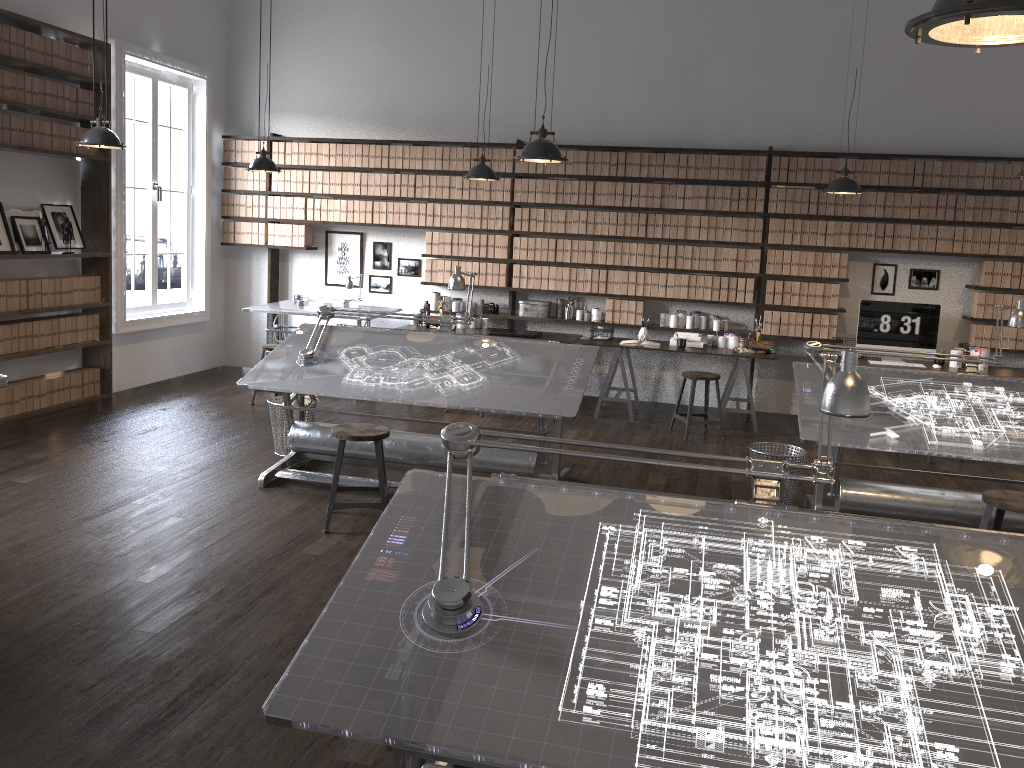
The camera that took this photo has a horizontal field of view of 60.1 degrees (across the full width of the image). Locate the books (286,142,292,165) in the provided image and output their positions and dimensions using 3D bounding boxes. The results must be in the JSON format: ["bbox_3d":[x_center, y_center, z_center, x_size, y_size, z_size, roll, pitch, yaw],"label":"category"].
[{"bbox_3d":[-2.237,-2.342,9.036,0.067,0.224,0.175,5,8,13],"label":"books"}]

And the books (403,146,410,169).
[{"bbox_3d":[-1.016,-2.232,8.754,0.067,0.224,0.175,5,8,13],"label":"books"}]

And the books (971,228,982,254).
[{"bbox_3d":[3.996,-1.238,7.662,0.067,0.224,0.175,5,8,13],"label":"books"}]

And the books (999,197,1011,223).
[{"bbox_3d":[4.196,-1.486,7.584,0.067,0.224,0.175,5,8,13],"label":"books"}]

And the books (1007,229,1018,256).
[{"bbox_3d":[4.263,-1.214,7.598,0.067,0.224,0.175,5,8,13],"label":"books"}]

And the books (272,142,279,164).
[{"bbox_3d":[-2.382,-2.356,9.069,0.067,0.224,0.175,5,8,13],"label":"books"}]

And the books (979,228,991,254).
[{"bbox_3d":[4.063,-1.232,7.645,0.067,0.224,0.175,5,8,13],"label":"books"}]

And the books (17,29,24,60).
[{"bbox_3d":[-3.729,-2.521,6.595,0.175,0.224,0.067,5,7,13],"label":"books"}]

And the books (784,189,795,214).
[{"bbox_3d":[2.495,-1.639,7.971,0.067,0.224,0.175,5,8,13],"label":"books"}]

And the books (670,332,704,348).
[{"bbox_3d":[1.581,-0.410,7.996,0.295,0.146,0.388,5,10,13],"label":"books"}]

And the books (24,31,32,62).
[{"bbox_3d":[-3.712,-2.532,6.665,0.175,0.224,0.067,5,7,13],"label":"books"}]

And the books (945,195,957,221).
[{"bbox_3d":[3.786,-1.522,7.675,0.067,0.224,0.175,5,8,13],"label":"books"}]

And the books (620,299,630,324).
[{"bbox_3d":[1.076,-0.690,8.422,0.067,0.224,0.175,5,8,13],"label":"books"}]

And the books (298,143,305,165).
[{"bbox_3d":[-2.099,-2.330,9.003,0.067,0.224,0.175,5,8,13],"label":"books"}]

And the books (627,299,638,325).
[{"bbox_3d":[1.144,-0.683,8.402,0.067,0.224,0.175,5,8,13],"label":"books"}]

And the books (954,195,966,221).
[{"bbox_3d":[3.860,-1.517,7.664,0.067,0.224,0.175,5,8,13],"label":"books"}]

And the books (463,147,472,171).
[{"bbox_3d":[-0.412,-2.176,8.609,0.067,0.224,0.175,5,8,13],"label":"books"}]

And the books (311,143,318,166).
[{"bbox_3d":[-1.966,-2.317,8.967,0.067,0.224,0.175,5,8,13],"label":"books"}]

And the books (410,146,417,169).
[{"bbox_3d":[-0.947,-2.226,8.738,0.067,0.224,0.175,5,8,13],"label":"books"}]

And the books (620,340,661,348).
[{"bbox_3d":[1.151,-0.363,7.919,0.355,0.029,0.258,5,10,13],"label":"books"}]

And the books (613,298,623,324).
[{"bbox_3d":[1.007,-0.696,8.438,0.067,0.224,0.175,5,8,13],"label":"books"}]

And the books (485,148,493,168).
[{"bbox_3d":[-0.207,-2.159,8.567,0.067,0.224,0.175,5,8,13],"label":"books"}]

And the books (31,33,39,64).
[{"bbox_3d":[-3.699,-2.544,6.735,0.174,0.224,0.067,5,7,13],"label":"books"}]

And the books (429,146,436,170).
[{"bbox_3d":[-0.756,-2.208,8.692,0.067,0.224,0.175,5,8,13],"label":"books"}]

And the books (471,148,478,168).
[{"bbox_3d":[-0.342,-2.170,8.593,0.067,0.224,0.175,5,8,13],"label":"books"}]

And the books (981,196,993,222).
[{"bbox_3d":[4.066,-1.498,7.616,0.067,0.224,0.175,5,8,13],"label":"books"}]

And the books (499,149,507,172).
[{"bbox_3d":[-0.071,-2.146,8.534,0.067,0.224,0.175,5,8,13],"label":"books"}]

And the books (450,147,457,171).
[{"bbox_3d":[-0.549,-2.190,8.648,0.067,0.224,0.175,5,8,13],"label":"books"}]

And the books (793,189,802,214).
[{"bbox_3d":[2.557,-1.634,7.961,0.067,0.224,0.175,5,8,13],"label":"books"}]

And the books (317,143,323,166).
[{"bbox_3d":[-1.900,-2.312,8.956,0.067,0.224,0.175,5,8,13],"label":"books"}]

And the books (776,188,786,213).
[{"bbox_3d":[2.424,-1.645,7.987,0.067,0.224,0.175,5,8,13],"label":"books"}]

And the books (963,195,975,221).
[{"bbox_3d":[3.928,-1.510,7.643,0.067,0.224,0.175,5,8,13],"label":"books"}]

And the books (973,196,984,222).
[{"bbox_3d":[3.997,-1.504,7.631,0.067,0.224,0.175,5,8,13],"label":"books"}]

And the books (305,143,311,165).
[{"bbox_3d":[-2.030,-2.324,8.987,0.067,0.224,0.175,5,8,13],"label":"books"}]

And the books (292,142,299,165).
[{"bbox_3d":[-2.169,-2.335,9.015,0.067,0.224,0.175,5,8,13],"label":"books"}]

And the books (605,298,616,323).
[{"bbox_3d":[0.941,-0.701,8.447,0.067,0.224,0.175,5,8,13],"label":"books"}]

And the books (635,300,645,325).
[{"bbox_3d":[1.214,-0.677,8.391,0.067,0.224,0.175,5,8,13],"label":"books"}]

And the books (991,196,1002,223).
[{"bbox_3d":[4.130,-1.491,7.595,0.067,0.224,0.175,5,8,13],"label":"books"}]

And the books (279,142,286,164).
[{"bbox_3d":[-2.311,-2.348,9.047,0.067,0.224,0.175,5,8,13],"label":"books"}]

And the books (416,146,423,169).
[{"bbox_3d":[-0.883,-2.219,8.718,0.067,0.224,0.175,5,8,13],"label":"books"}]

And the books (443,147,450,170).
[{"bbox_3d":[-0.617,-2.196,8.662,0.067,0.224,0.175,5,8,13],"label":"books"}]

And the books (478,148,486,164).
[{"bbox_3d":[-0.279,-2.165,8.583,0.067,0.224,0.175,5,8,13],"label":"books"}]

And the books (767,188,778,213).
[{"bbox_3d":[2.355,-1.652,8.006,0.067,0.224,0.175,5,8,13],"label":"books"}]

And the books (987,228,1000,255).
[{"bbox_3d":[4.131,-1.225,7.625,0.067,0.224,0.175,5,8,13],"label":"books"}]

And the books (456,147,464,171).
[{"bbox_3d":[-0.482,-2.183,8.628,0.067,0.224,0.175,5,8,13],"label":"books"}]

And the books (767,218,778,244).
[{"bbox_3d":[2.363,-1.385,8.035,0.067,0.224,0.175,5,8,13],"label":"books"}]

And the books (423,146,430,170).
[{"bbox_3d":[-0.817,-2.214,8.707,0.067,0.224,0.175,5,8,13],"label":"books"}]

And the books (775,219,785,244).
[{"bbox_3d":[2.424,-1.379,8.016,0.067,0.224,0.175,5,8,13],"label":"books"}]

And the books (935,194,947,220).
[{"bbox_3d":[3.715,-1.530,7.697,0.067,0.224,0.175,5,8,13],"label":"books"}]

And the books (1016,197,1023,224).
[{"bbox_3d":[4.327,-1.473,7.551,0.067,0.224,0.175,5,8,13],"label":"books"}]

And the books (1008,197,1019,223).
[{"bbox_3d":[4.257,-1.480,7.569,0.067,0.224,0.175,5,8,13],"label":"books"}]

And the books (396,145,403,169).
[{"bbox_3d":[-1.086,-2.237,8.766,0.067,0.224,0.175,5,8,13],"label":"books"}]

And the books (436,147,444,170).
[{"bbox_3d":[-0.686,-2.201,8.674,0.067,0.224,0.175,5,8,13],"label":"books"}]

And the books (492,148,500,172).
[{"bbox_3d":[-0.138,-2.153,8.553,0.067,0.224,0.175,5,8,13],"label":"books"}]

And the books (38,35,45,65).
[{"bbox_3d":[-3.687,-2.555,6.804,0.174,0.224,0.067,5,7,13],"label":"books"}]

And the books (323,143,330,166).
[{"bbox_3d":[-1.839,-2.306,8.941,0.067,0.224,0.175,5,8,13],"label":"books"}]

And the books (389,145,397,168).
[{"bbox_3d":[-1.154,-2.244,8.786,0.067,0.224,0.175,5,8,13],"label":"books"}]
